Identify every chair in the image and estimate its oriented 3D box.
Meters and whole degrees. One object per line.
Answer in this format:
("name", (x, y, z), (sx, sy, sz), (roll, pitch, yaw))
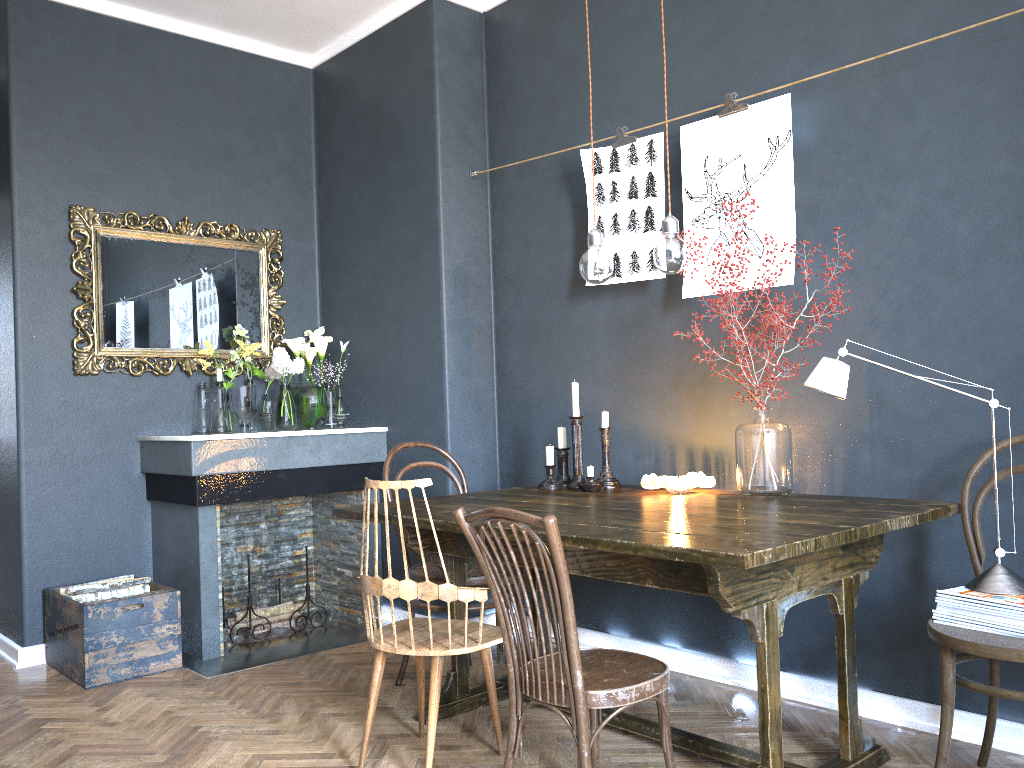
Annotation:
("chair", (-0.207, 0.680, 3.377), (0.438, 0.920, 0.549), (-1, -1, -40))
("chair", (-0.248, 0.696, 2.626), (0.456, 0.856, 0.384), (-3, -1, 33))
("chair", (1.305, 0.594, 2.226), (0.549, 0.920, 0.438), (-1, -1, -45))
("chair", (0.151, 0.680, 2.106), (0.467, 0.819, 0.363), (-1, -1, -43))

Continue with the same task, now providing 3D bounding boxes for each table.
("table", (0.361, 0.739, 2.753), (1.126, 0.727, 1.605), (-1, -2, -42))
("table", (-0.040, 0.992, 3.866), (0.364, 0.317, 0.369), (-1, -2, -42))

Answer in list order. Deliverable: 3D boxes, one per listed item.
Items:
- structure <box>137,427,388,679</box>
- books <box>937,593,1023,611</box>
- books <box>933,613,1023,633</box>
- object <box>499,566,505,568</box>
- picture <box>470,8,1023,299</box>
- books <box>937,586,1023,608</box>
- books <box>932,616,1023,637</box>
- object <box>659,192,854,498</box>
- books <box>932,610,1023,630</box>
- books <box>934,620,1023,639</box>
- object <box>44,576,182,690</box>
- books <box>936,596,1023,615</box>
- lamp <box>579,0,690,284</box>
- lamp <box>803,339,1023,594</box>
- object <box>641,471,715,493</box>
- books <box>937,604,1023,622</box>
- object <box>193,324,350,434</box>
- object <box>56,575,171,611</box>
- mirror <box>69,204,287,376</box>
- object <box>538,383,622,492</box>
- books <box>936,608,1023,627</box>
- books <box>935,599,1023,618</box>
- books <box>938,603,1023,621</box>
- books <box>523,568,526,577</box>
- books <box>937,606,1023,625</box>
("structure", (-1.122, 0.716, 4.218), (1.065, 0.981, 0.834), (-1, -2, -42))
("books", (1.269, 0.537, 2.216), (0.218, 0.008, 0.305), (-1, -2, -30))
("books", (1.260, 0.589, 2.218), (0.218, 0.008, 0.305), (-1, -2, -30))
("object", (-0.063, 0.710, 3.867), (0.074, 0.173, 0.074), (-2, -1, 3))
("picture", (1.316, -0.724, 2.527), (0.058, 0.771, 4.459), (-1, -2, -42))
("books", (1.268, 0.528, 2.215), (0.218, 0.013, 0.305), (-1, -2, -30))
("books", (1.259, 0.596, 2.219), (0.218, 0.007, 0.305), (-1, -2, -30))
("object", (0.817, -0.100, 2.903), (0.557, 0.930, 0.639), (-2, -1, 18))
("books", (1.258, 0.581, 2.219), (0.218, 0.013, 0.305), (-1, -2, -30))
("books", (1.261, 0.603, 2.218), (0.218, 0.008, 0.305), (-1, -2, -35))
("object", (-1.707, 1.039, 3.781), (0.383, 0.326, 0.553), (-1, -2, -42))
("books", (1.265, 0.545, 2.214), (0.218, 0.008, 0.305), (-1, -2, -31))
("lamp", (-0.262, -1.100, 2.520), (1.590, 1.574, 0.583), (-2, -1, -11))
("lamp", (1.209, 0.401, 2.344), (0.800, 1.069, 0.242), (-2, -1, 2))
("object", (0.575, 0.343, 3.076), (0.252, 0.072, 0.254), (-1, -2, -36))
("books", (1.269, 0.563, 2.215), (0.218, 0.006, 0.305), (-1, -2, -30))
("object", (-1.172, -0.041, 4.423), (0.727, 0.547, 0.474), (-1, -2, -39))
("object", (-1.707, 0.963, 3.785), (0.370, 0.246, 0.533), (-1, -2, -42))
("mirror", (-1.593, -0.428, 4.339), (1.056, 0.784, 0.067), (-1, -1, -42))
("object", (0.242, 0.192, 3.406), (0.223, 0.419, 0.368), (-1, -1, -41))
("books", (1.264, 0.575, 2.221), (0.218, 0.008, 0.288), (-1, -2, -29))
("books", (1.263, 0.552, 2.213), (0.218, 0.008, 0.305), (-1, -2, -31))
("books", (1.264, 0.559, 2.216), (0.218, 0.008, 0.288), (-1, -2, -31))
("books", (-0.054, 0.828, 3.882), (0.219, 0.013, 0.272), (-2, -2, 4))
("books", (1.264, 0.570, 2.222), (0.218, 0.008, 0.288), (-1, -2, -29))
